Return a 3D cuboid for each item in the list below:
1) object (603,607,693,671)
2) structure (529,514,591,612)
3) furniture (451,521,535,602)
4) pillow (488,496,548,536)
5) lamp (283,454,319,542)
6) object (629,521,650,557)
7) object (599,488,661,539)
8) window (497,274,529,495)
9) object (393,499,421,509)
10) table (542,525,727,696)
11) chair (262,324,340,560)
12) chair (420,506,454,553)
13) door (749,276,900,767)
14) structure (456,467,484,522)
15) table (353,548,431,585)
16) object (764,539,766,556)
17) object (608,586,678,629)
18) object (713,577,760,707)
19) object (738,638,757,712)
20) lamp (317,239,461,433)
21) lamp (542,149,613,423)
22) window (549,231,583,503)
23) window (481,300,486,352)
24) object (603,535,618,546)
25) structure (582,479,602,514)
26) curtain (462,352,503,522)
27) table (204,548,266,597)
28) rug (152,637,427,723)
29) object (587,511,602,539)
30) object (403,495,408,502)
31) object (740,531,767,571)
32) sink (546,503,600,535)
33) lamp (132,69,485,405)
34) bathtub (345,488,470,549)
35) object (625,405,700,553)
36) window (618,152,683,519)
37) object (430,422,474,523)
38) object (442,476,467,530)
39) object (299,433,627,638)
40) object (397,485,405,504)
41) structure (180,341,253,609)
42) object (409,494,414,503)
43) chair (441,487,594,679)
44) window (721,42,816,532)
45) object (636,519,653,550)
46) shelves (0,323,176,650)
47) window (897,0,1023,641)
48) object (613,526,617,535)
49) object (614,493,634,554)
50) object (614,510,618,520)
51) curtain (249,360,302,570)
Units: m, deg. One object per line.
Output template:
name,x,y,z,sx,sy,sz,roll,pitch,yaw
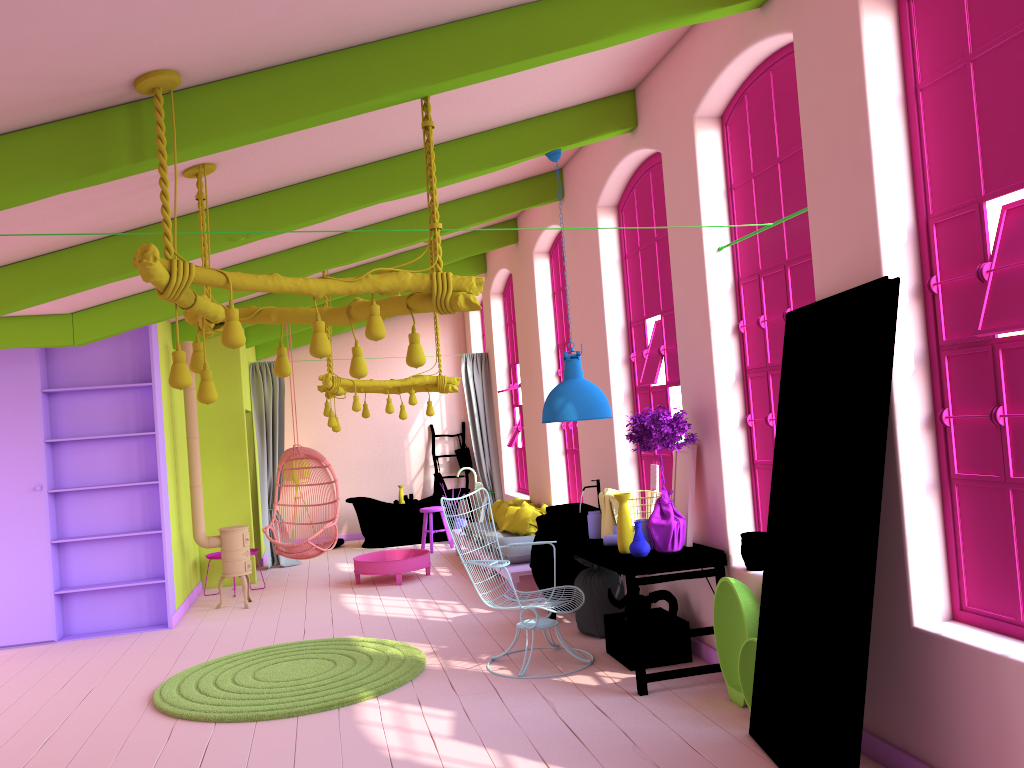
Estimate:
object,0.945,1.782,6.232,0.446,0.277,0.522,-4,-2,-12
structure,0.513,1.603,8.022,0.718,0.844,0.718,-3,-3,-45
furniture,-0.062,1.899,10.219,0.907,0.507,3.778,-4,-2,-12
pillow,0.056,1.530,10.346,0.578,0.399,1.998,-4,-2,-13
lamp,-3.324,1.786,13.689,0.491,1.466,0.476,-5,-2,18
object,0.802,0.979,5.605,0.132,0.219,0.132,-5,-2,4
object,0.869,0.954,6.556,0.444,0.369,0.633,-4,-2,-12
window,0.142,-0.017,11.771,0.551,3.008,1.514,-4,-2,-12
object,-1.588,1.813,13.424,0.360,0.068,1.324,-4,-2,-12
table,0.833,1.531,6.548,0.655,0.820,2.194,-4,-2,-12
chair,-2.546,0.491,10.396,0.860,3.128,0.806,-5,-2,7
chair,-1.100,2.023,12.387,0.472,0.593,0.446,-3,-2,-44
door,1.402,0.701,4.109,0.450,2.210,1.154,-4,-2,-2
structure,-0.573,1.801,13.625,0.452,1.061,0.254,-5,-2,31
table,-1.374,2.111,10.218,0.885,0.285,0.885,-5,-2,13
object,1.562,1.011,5.156,0.182,0.222,0.182,-3,-2,-30
object,0.939,1.695,6.383,0.300,0.448,0.672,-3,-2,-37
object,1.373,1.481,5.163,0.218,0.733,0.451,-4,-2,-12
object,1.381,1.601,4.824,0.137,0.462,0.284,-4,-2,-27
lamp,-1.716,-0.597,10.225,1.610,2.264,1.777,-3,-2,-31
lamp,0.401,-0.728,6.522,0.529,2.001,0.529,-5,-2,19
window,0.662,-0.160,9.376,0.072,3.046,1.275,-4,-2,-12
window,-0.266,0.077,13.635,0.072,3.046,1.275,-4,-2,-12
object,0.712,1.099,6.242,0.137,0.076,0.076,-5,-2,8
structure,0.660,0.979,7.225,0.166,0.396,0.087,-4,-2,-3
curtain,-0.385,0.918,12.644,0.518,2.784,0.525,-5,-2,7
table,-3.194,2.161,10.181,0.596,0.458,0.596,-5,-2,25
rug,-1.577,2.100,6.428,1.888,0.050,1.890,-3,-2,-25
object,0.628,1.060,6.680,0.109,0.197,0.109,-4,-2,-20
object,-1.582,1.744,13.227,0.069,0.170,0.069,-5,-2,7
object,1.498,1.027,5.447,0.182,0.222,0.182,-3,-2,-35
sink,0.492,1.089,7.158,0.340,0.194,0.609,-4,-2,-13
lamp,-1.275,-1.045,4.661,1.610,2.264,1.777,-3,-2,-31
bathtub,-1.539,2.021,13.424,1.889,0.740,0.826,-4,-2,-12
object,0.986,0.612,5.809,0.503,0.950,0.441,-6,-2,38
window,1.191,-0.285,6.975,0.492,3.002,1.498,-4,-2,-12
object,-0.962,1.508,14.324,0.603,1.764,0.410,-4,-2,-12
object,-0.798,1.814,12.812,0.451,0.987,0.277,-5,-2,32
object,-1.240,1.463,10.458,2.826,1.579,7.869,-4,-2,-12
object,-1.668,1.684,13.380,0.097,0.320,0.097,-4,-2,-1
structure,-3.083,0.943,9.399,0.577,2.813,0.403,-5,-2,5
object,-1.520,1.746,13.408,0.069,0.170,0.069,-5,-2,7
chair,0.080,1.376,6.353,0.925,1.238,1.078,-5,-2,22
window,1.594,-0.397,5.100,0.072,3.046,1.275,-4,-2,-12
object,0.876,1.001,5.895,0.109,0.197,0.109,-5,-2,25
shelves,-4.272,0.863,8.385,1.841,3.103,0.385,-4,-2,-12
window,2.013,-0.492,3.241,0.214,3.008,1.514,-4,-2,-12
object,0.756,1.075,6.320,0.065,0.118,0.065,-6,-2,36
object,0.735,0.911,5.797,0.116,0.382,0.116,-3,-2,-39
object,0.743,1.038,6.976,0.165,0.250,0.411,-5,-2,23
curtain,-3.254,1.058,12.022,0.518,2.784,0.525,-3,-2,-32
